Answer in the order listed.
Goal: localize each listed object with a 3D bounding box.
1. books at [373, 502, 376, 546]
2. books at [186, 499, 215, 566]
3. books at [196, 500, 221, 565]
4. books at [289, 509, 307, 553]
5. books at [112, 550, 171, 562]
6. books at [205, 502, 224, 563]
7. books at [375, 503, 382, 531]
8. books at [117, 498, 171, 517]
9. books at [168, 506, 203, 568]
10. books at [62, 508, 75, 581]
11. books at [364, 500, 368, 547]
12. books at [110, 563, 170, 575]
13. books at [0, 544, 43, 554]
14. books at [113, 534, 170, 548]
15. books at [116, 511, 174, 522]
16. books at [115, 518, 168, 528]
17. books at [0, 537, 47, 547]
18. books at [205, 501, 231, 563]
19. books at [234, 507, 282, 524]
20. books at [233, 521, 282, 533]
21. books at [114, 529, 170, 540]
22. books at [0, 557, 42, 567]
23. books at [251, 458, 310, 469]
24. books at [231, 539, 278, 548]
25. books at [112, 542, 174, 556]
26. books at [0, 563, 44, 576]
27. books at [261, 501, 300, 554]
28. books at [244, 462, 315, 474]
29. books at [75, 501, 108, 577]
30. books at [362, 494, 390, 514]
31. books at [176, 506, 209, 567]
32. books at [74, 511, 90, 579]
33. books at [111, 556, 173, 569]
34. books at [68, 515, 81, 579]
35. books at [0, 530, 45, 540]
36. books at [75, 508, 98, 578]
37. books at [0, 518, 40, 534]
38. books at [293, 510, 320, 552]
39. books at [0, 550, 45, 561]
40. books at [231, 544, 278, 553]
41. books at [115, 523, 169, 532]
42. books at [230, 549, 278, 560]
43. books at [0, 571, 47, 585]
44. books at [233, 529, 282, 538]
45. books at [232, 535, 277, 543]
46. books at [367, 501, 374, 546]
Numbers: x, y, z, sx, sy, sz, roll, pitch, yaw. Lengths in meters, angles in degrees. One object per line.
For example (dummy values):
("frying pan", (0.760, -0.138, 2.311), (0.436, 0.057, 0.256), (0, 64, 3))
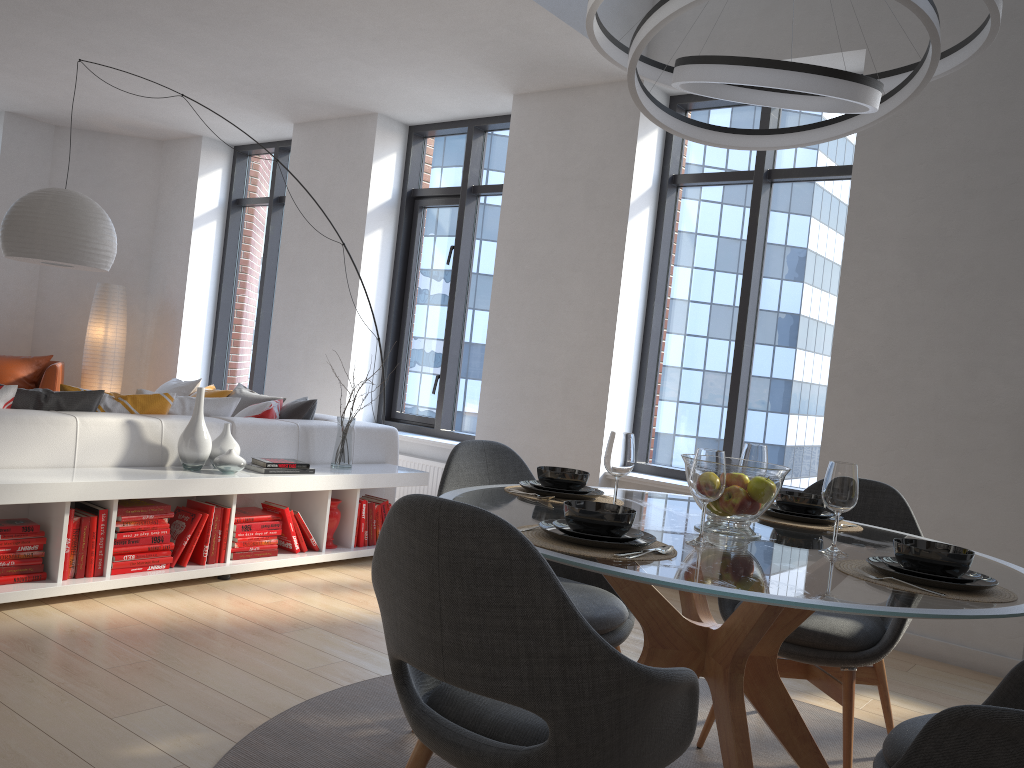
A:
("books", (-0.841, 0.783, 5.046), (0.175, 0.247, 0.066), (7, 1, 37))
("books", (-1.492, 0.699, 4.196), (0.199, 0.282, 0.046), (7, 1, 37))
("books", (-1.482, 0.705, 4.236), (0.215, 0.270, 0.038), (7, 1, 37))
("books", (-1.169, 0.756, 4.640), (0.171, 0.232, 0.148), (7, 1, 39))
("books", (-1.689, 0.749, 3.946), (0.187, 0.026, 0.266), (7, 1, 37))
("books", (-1.457, 0.711, 4.255), (0.188, 0.266, 0.028), (7, 1, 37))
("books", (-0.813, 0.791, 5.098), (0.178, 0.233, 0.083), (7, 1, 37))
("books", (-1.695, 0.547, 3.949), (0.206, 0.034, 0.259), (7, 1, 34))
("books", (-1.562, 0.707, 4.117), (0.188, 0.247, 0.144), (7, 1, 37))
("books", (-1.900, 0.651, 3.691), (0.208, 0.294, 0.036), (7, 1, 37))
("books", (-0.881, 0.771, 4.996), (0.185, 0.262, 0.056), (7, 1, 37))
("books", (-1.707, 0.803, 3.953), (0.200, 0.029, 0.274), (7, 1, 37))
("books", (-2.068, 0.649, 3.573), (0.191, 0.028, 0.261), (7, 1, 37))
("books", (-1.712, 0.682, 3.966), (0.206, 0.039, 0.279), (7, 1, 38))
("books", (-1.681, 0.578, 3.959), (0.187, 0.026, 0.266), (7, 0, 32))
("books", (-1.701, 0.602, 3.948), (0.182, 0.025, 0.257), (7, 1, 37))
("books", (-2.050, 0.623, 3.566), (0.179, 0.028, 0.269), (7, 1, 38))
("books", (-1.428, 0.711, 4.267), (0.181, 0.269, 0.028), (7, 1, 37))
("books", (-1.354, 0.662, 4.473), (0.227, 0.032, 0.301), (7, 1, 37))
("books", (-1.335, 0.700, 4.463), (0.206, 0.039, 0.279), (7, 1, 36))
("books", (-1.697, 0.651, 3.954), (0.191, 0.027, 0.261), (7, 1, 33))
("books", (-2.058, 0.701, 3.555), (0.187, 0.026, 0.266), (7, 1, 43))
("books", (-1.189, 0.408, 4.553), (0.238, 0.027, 0.188), (6, 1, -39))
("books", (-1.337, 0.782, 4.453), (0.182, 0.025, 0.257), (7, 1, 37))
("books", (-1.712, 0.718, 3.970), (0.227, 0.032, 0.301), (7, 1, 37))
("books", (-2.063, 0.730, 3.568), (0.206, 0.034, 0.259), (7, 1, 40))
("books", (-1.202, 0.743, 4.606), (0.192, 0.248, 0.134), (7, 1, 37))
("books", (-1.211, 0.432, 4.569), (0.245, 0.026, 0.300), (7, 1, 42))
("books", (-1.814, 0.660, 3.802), (0.214, 0.291, 0.049), (7, 1, 37))
("books", (-0.777, 0.783, 5.163), (0.198, 0.255, 0.116), (7, 1, 37))
("books", (-1.531, 0.711, 4.145), (0.192, 0.245, 0.115), (7, 1, 37))
("books", (-1.863, 0.671, 3.748), (0.207, 0.259, 0.034), (7, 1, 37))
("books", (-1.688, 0.776, 3.945), (0.188, 0.030, 0.282), (7, 1, 38))
("books", (-1.883, 0.670, 3.720), (0.181, 0.255, 0.031), (7, 1, 37))
("books", (-2.050, 0.597, 3.566), (0.178, 0.025, 0.254), (7, 1, 37))
("books", (-1.832, 0.674, 3.772), (0.195, 0.259, 0.042), (7, 1, 37))
("books", (-2.036, 0.572, 3.566), (0.152, 0.029, 0.206), (7, 1, 43))
("books", (-1.136, 0.765, 4.684), (0.188, 0.223, 0.186), (7, 1, 38))
("books", (-2.055, 0.676, 3.567), (0.182, 0.025, 0.257), (7, 1, 37))
("books", (-1.341, 0.807, 4.440), (0.187, 0.026, 0.266), (7, 1, 43))
("books", (-1.685, 0.627, 3.958), (0.178, 0.023, 0.236), (7, 1, 37))
("books", (-1.345, 0.836, 4.453), (0.206, 0.034, 0.259), (7, 1, 40))
("books", (-2.070, 0.763, 3.550), (0.227, 0.032, 0.301), (7, 1, 37))
("books", (-1.324, 0.734, 4.456), (0.191, 0.027, 0.261), (7, 1, 41))
("books", (-1.329, 0.759, 4.446), (0.178, 0.023, 0.236), (7, 1, 37))
("books", (-0.867, 0.777, 5.029), (0.199, 0.252, 0.076), (7, 1, 37))
